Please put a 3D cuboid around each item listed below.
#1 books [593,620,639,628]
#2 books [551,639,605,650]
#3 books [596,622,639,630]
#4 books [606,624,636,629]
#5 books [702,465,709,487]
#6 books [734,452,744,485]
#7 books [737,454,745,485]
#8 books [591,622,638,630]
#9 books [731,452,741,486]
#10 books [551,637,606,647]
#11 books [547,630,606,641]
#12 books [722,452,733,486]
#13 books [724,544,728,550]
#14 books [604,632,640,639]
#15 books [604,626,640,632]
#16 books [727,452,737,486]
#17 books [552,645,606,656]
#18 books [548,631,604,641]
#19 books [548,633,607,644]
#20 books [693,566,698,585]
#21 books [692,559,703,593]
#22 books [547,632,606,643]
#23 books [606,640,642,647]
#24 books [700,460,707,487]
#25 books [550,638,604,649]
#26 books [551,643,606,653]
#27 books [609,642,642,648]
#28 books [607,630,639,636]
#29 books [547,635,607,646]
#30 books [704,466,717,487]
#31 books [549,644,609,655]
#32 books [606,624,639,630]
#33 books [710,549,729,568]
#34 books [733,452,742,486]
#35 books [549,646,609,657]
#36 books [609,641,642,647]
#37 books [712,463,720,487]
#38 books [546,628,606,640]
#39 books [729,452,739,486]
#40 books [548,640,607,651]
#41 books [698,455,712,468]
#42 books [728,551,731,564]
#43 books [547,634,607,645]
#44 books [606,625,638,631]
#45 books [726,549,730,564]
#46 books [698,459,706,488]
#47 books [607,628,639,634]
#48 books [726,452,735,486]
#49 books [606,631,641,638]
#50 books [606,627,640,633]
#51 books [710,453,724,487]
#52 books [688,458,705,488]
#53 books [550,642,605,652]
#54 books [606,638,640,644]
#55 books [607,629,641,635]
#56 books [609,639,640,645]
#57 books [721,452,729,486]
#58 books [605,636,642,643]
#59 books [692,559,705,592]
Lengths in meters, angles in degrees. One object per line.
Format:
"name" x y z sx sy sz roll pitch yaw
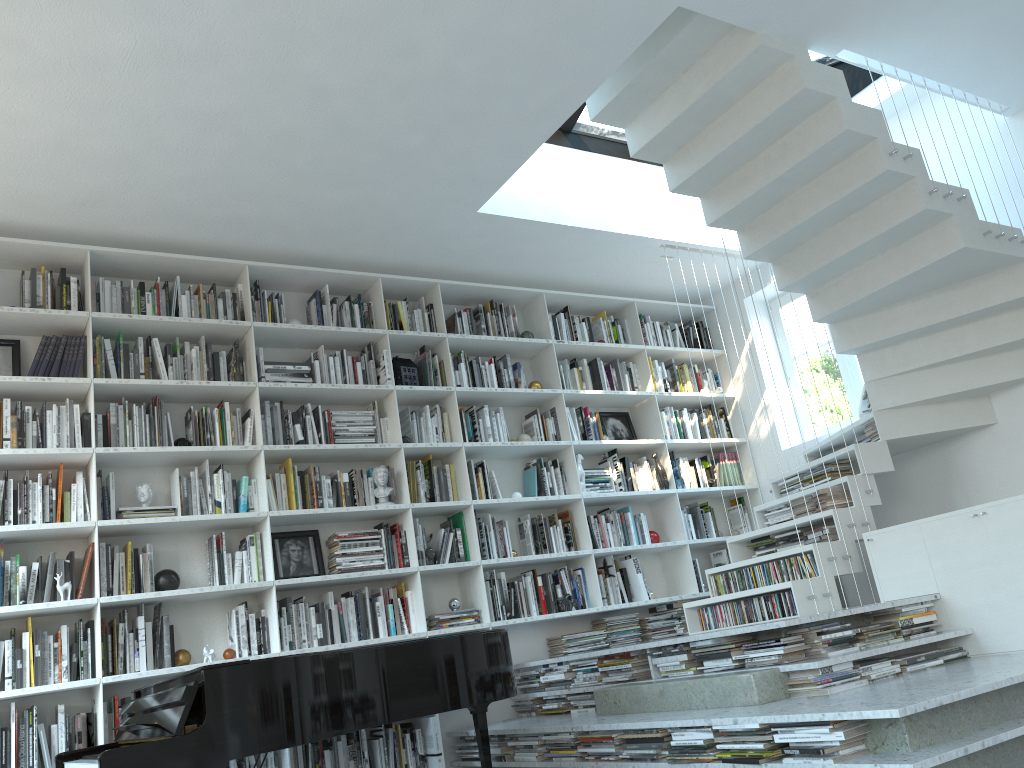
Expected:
"books" 0.691 1.604 5.922 0.285 0.005 0.160 3 -21 -36
"books" 0.426 1.680 5.716 0.308 0.008 0.195 4 -22 -37
"books" 0.690 1.622 5.923 0.285 0.005 0.160 1 -20 -31
"books" 0.691 1.627 5.921 0.254 0.005 0.161 2 -21 -33
"books" 1.438 0.738 6.780 0.014 0.206 0.138 1 -20 -32
"books" 1.727 0.694 6.944 0.018 0.292 0.170 1 -20 -32
"books" 1.737 0.698 6.962 0.018 0.292 0.170 1 -20 -32
"books" 0.689 1.617 5.925 0.285 0.005 0.160 2 -21 -33
"books" 1.694 0.695 6.929 0.018 0.292 0.170 1 -20 -32
"books" 0.426 1.666 5.722 0.308 0.008 0.195 0 -19 -28
"books" 0.414 1.626 5.741 0.346 0.007 0.194 2 -21 -34
"books" 1.622 0.690 6.873 0.018 0.292 0.170 1 -20 -32
"books" 1.678 1.339 6.567 0.010 0.334 0.185 1 -20 -32
"books" 0.706 1.679 5.901 0.254 0.007 0.161 3 -21 -36
"books" 0.694 1.644 5.920 0.285 0.007 0.160 2 -20 -32
"books" 1.663 0.694 6.910 0.018 0.292 0.170 1 -20 -32
"books" 0.429 1.716 5.707 0.308 0.008 0.195 3 -21 -36
"books" 0.416 1.633 5.739 0.308 0.008 0.195 1 -20 -30
"books" 0.422 1.644 5.728 0.346 0.007 0.194 4 -22 -37
"books" 1.232 1.382 6.256 0.031 0.214 0.165 1 -20 -32
"books" 1.261 1.372 6.273 0.014 0.233 0.183 1 -20 -32
"books" 0.417 1.640 5.737 0.345 0.007 0.194 1 -20 -31
"books" 0.712 1.725 5.887 0.254 0.007 0.161 0 -20 -29
"books" 1.419 0.717 6.774 0.025 0.248 0.134 1 -20 -32
"books" 0.418 1.677 5.729 0.308 0.008 0.195 2 -20 -32
"books" 0.427 1.702 5.711 0.308 0.008 0.195 0 -20 -29
"books" 0.713 1.738 5.885 0.254 0.007 0.161 0 -20 -30
"books" 0.700 1.669 5.910 0.254 0.007 0.161 1 -20 -31
"books" 0.422 1.660 5.728 0.346 0.007 0.194 3 -21 -35
"books" 1.476 0.738 6.755 0.024 0.180 0.191 1 -20 -32
"books" 0.430 1.708 5.706 0.345 0.007 0.194 0 -19 -28
"books" 0.693 1.631 5.918 0.285 0.005 0.160 2 -21 -34
"books" 1.536 1.363 6.480 0.012 0.284 0.160 1 -20 -32
"books" 1.707 0.697 6.943 0.018 0.292 0.170 1 -20 -32
"books" 0.431 1.723 5.705 0.345 0.007 0.194 0 -20 -29
"books" 0.709 1.734 5.892 0.285 0.007 0.160 2 -20 -32
"books" 1.536 0.731 6.816 0.088 0.216 0.167 1 -20 -32
"books" 0.413 1.619 5.743 0.345 0.007 0.194 1 -20 -31
"books" 1.676 0.696 6.923 0.018 0.292 0.170 1 -20 -32
"books" 0.423 1.690 5.721 0.346 0.007 0.194 2 -21 -34
"books" 1.476 0.702 6.804 0.026 0.277 0.170 1 -20 -32
"books" 1.580 1.373 6.505 0.031 0.265 0.169 1 -20 -32
"books" 0.419 1.654 5.733 0.345 0.007 0.194 1 -20 -31
"books" 0.691 1.638 5.920 0.254 0.005 0.161 2 -20 -32
"books" 1.552 1.369 6.509 0.012 0.284 0.160 1 -20 -32
"books" 1.405 0.713 6.762 0.012 0.253 0.161 1 -20 -32
"books" 0.698 1.656 5.914 0.254 0.007 0.161 1 -20 -31
"books" 1.645 0.695 6.904 0.018 0.292 0.170 1 -20 -32
"books" 0.705 1.673 5.903 0.285 0.007 0.160 3 -21 -36
"books" 0.697 1.649 5.916 0.285 0.007 0.160 1 -20 -31
"books" 1.563 0.696 6.850 0.072 0.290 0.170 1 -20 -32
"books" 1.371 0.707 6.733 0.029 0.258 0.172 1 -20 -32
"books" 0.423 1.696 5.718 0.308 0.008 0.195 1 -20 -30
"books" 0.707 1.714 5.896 0.254 0.007 0.161 1 -20 -31
"books" 0.704 1.659 5.905 0.285 0.007 0.160 4 -22 -37
"books" 0.707 1.721 5.896 0.254 0.007 0.161 2 -20 -32
"books" 1.594 0.694 6.871 0.033 0.293 0.170 1 -20 -32
"books" 0.709 1.705 5.892 0.285 0.007 0.160 3 -21 -36
"books" 1.278 1.371 6.287 0.030 0.237 0.152 1 -20 -32
